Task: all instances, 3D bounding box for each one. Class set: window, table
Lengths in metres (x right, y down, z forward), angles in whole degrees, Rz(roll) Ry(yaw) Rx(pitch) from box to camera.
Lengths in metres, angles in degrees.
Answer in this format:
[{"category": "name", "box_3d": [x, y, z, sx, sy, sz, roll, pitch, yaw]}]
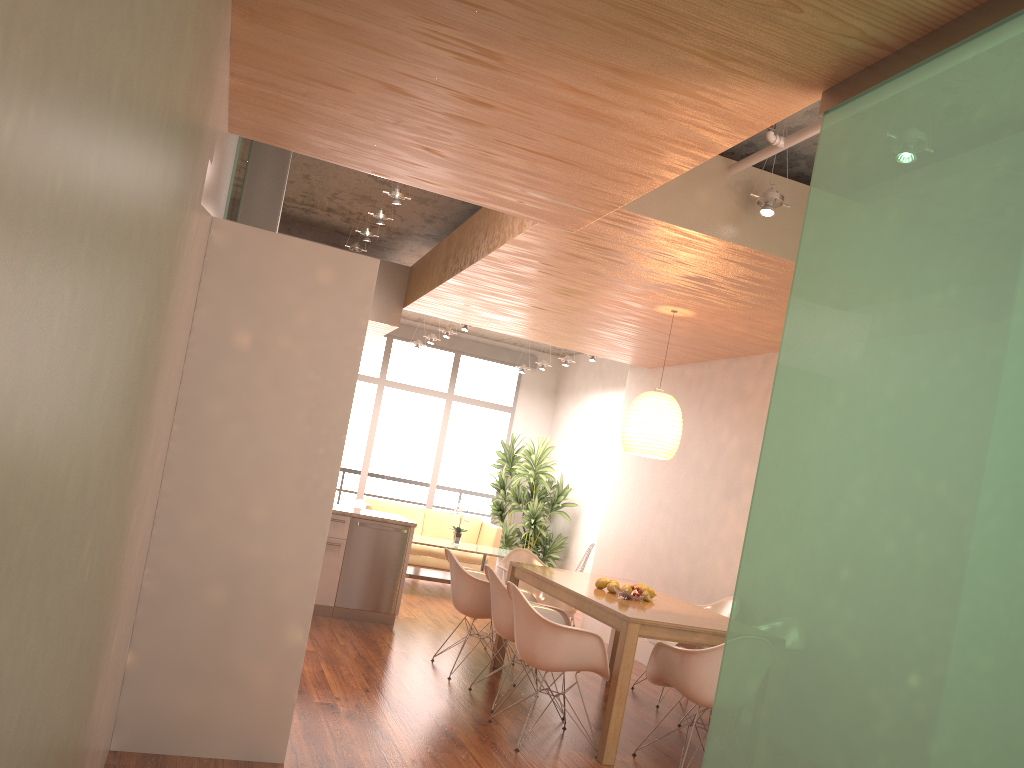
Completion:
[{"category": "window", "box_3d": [-3.898, 0.309, 11.940, 8.592, 3.275, 0.062, 13, -1, -18]}, {"category": "table", "box_3d": [0.712, 1.811, 5.912, 1.029, 0.807, 2.075, 12, -5, -18]}, {"category": "table", "box_3d": [-0.778, 2.121, 10.208, 1.877, 0.558, 0.941, 13, -5, -18]}]

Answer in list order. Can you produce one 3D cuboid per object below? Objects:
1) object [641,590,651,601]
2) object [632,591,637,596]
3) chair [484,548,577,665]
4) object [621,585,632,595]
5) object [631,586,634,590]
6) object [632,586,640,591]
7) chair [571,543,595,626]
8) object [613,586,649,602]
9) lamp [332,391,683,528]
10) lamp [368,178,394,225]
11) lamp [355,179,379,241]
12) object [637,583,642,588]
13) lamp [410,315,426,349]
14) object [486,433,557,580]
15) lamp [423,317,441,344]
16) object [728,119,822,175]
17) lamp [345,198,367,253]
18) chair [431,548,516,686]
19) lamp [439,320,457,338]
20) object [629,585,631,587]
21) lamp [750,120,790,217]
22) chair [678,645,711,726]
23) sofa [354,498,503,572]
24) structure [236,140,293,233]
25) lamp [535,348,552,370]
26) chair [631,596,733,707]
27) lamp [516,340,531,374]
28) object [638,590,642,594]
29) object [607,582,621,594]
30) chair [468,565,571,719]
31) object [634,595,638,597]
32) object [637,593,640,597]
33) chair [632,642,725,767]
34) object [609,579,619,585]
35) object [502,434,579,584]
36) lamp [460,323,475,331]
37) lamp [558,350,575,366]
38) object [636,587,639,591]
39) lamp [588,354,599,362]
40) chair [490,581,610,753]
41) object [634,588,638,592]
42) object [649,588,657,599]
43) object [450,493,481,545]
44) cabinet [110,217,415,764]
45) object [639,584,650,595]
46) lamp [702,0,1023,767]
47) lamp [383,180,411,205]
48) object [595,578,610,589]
[{"category": "object", "box_3d": [0.872, 1.374, 5.728, 0.063, 0.068, 0.074, 10, -4, 20]}, {"category": "object", "box_3d": [0.778, 1.360, 5.699, 0.075, 0.043, 0.094, 8, -6, 28]}, {"category": "chair", "box_3d": [0.162, 1.831, 7.288, 0.688, 0.859, 0.641, 13, -3, -33]}, {"category": "object", "box_3d": [0.732, 1.320, 5.643, 0.083, 0.071, 0.079, 14, -5, -41]}, {"category": "object", "box_3d": [0.795, 1.343, 5.821, 0.026, 0.026, 0.024, 10, -3, 14]}, {"category": "object", "box_3d": [0.812, 1.378, 5.869, 0.078, 0.074, 0.084, 8, -4, 36]}, {"category": "chair", "box_3d": [0.560, 2.151, 9.736, 0.560, 0.899, 0.545, 11, -2, 2]}, {"category": "object", "box_3d": [0.755, 1.349, 5.659, 0.175, 0.060, 0.174, 13, -6, -18]}, {"category": "lamp", "box_3d": [-0.751, 0.479, 6.781, 3.228, 1.344, 3.070, 12, -5, -18]}, {"category": "lamp", "box_3d": [-0.844, -1.297, 5.899, 0.102, 0.469, 0.154, 10, -1, 40]}, {"category": "lamp", "box_3d": [-1.022, -1.272, 6.439, 0.102, 0.469, 0.154, 10, -1, 40]}, {"category": "object", "box_3d": [0.857, 1.385, 5.924, 0.072, 0.100, 0.074, 10, -3, 17]}, {"category": "lamp", "box_3d": [-1.236, -0.709, 11.929, 0.133, 0.482, 0.200, 10, -2, 40]}, {"category": "object", "box_3d": [0.120, 1.768, 12.595, 1.080, 2.101, 0.969, 11, -2, 0]}, {"category": "lamp", "box_3d": [-0.979, -0.745, 11.150, 0.133, 0.482, 0.200, 10, -2, 40]}, {"category": "object", "box_3d": [1.764, -1.203, 2.252, 0.135, 0.111, 4.486, 12, -6, -17]}, {"category": "lamp", "box_3d": [-1.201, -1.247, 6.979, 0.102, 0.469, 0.154, 10, -1, 40]}, {"category": "chair", "box_3d": [-0.250, 1.653, 6.362, 0.645, 0.859, 0.683, 12, -3, -23]}, {"category": "lamp", "box_3d": [-0.721, -0.780, 10.370, 0.133, 0.482, 0.200, 10, -2, 40]}, {"category": "object", "box_3d": [0.783, 1.347, 5.847, 0.026, 0.026, 0.025, 8, -4, 40]}, {"category": "lamp", "box_3d": [1.287, -1.056, 4.297, 0.133, 0.482, 0.200, 10, -2, 40]}, {"category": "chair", "box_3d": [1.568, 1.944, 5.858, 0.646, 0.859, 0.683, 12, -3, -28]}, {"category": "sofa", "box_3d": [-1.144, 2.043, 11.429, 1.808, 0.836, 0.879, 12, -4, -18]}, {"category": "structure", "box_3d": [-1.591, -1.137, 5.597, 0.256, 1.131, 0.262, 11, -1, -18]}, {"category": "lamp", "box_3d": [0.447, -0.423, 11.626, 0.133, 0.482, 0.200, 10, -2, 40]}, {"category": "chair", "box_3d": [1.354, 1.995, 6.712, 0.645, 0.859, 0.684, 12, -3, -18]}, {"category": "lamp", "box_3d": [0.189, -0.387, 12.405, 0.133, 0.482, 0.200, 10, -2, 40]}, {"category": "object", "box_3d": [0.838, 1.369, 5.801, 0.026, 0.026, 0.024, 12, -3, -18]}, {"category": "object", "box_3d": [0.668, 1.344, 5.816, 0.081, 0.072, 0.082, 13, -4, -29]}, {"category": "chair", "box_3d": [0.057, 1.642, 5.718, 0.645, 0.859, 0.683, 12, -3, -23]}, {"category": "object", "box_3d": [0.791, 1.364, 5.645, 0.025, 0.026, 0.026, 10, -3, 11]}, {"category": "object", "box_3d": [0.814, 1.357, 5.679, 0.026, 0.026, 0.023, 11, -3, -5]}, {"category": "chair", "box_3d": [1.093, 1.747, 4.876, 0.687, 0.859, 0.642, 12, -3, -23]}, {"category": "object", "box_3d": [0.687, 1.363, 5.969, 0.079, 0.077, 0.080, 14, -5, -43]}, {"category": "object", "box_3d": [0.346, 1.742, 11.957, 0.967, 2.101, 1.082, 11, -2, -5]}, {"category": "lamp", "box_3d": [-0.463, -0.816, 9.591, 0.133, 0.482, 0.200, 10, -2, 40]}, {"category": "lamp", "box_3d": [0.705, -0.458, 10.847, 0.133, 0.482, 0.200, 10, -2, 40]}, {"category": "object", "box_3d": [0.825, 1.347, 5.801, 0.024, 0.026, 0.026, 13, -4, -37]}, {"category": "lamp", "box_3d": [0.962, -0.494, 10.067, 0.133, 0.482, 0.200, 10, -2, 40]}, {"category": "chair", "box_3d": [0.207, 1.590, 5.037, 0.645, 0.847, 0.683, 12, -3, -23]}, {"category": "object", "box_3d": [0.815, 1.359, 5.812, 0.024, 0.026, 0.026, 13, -4, -37]}, {"category": "object", "box_3d": [0.912, 1.398, 5.894, 0.081, 0.072, 0.082, 13, -4, -29]}, {"category": "object", "box_3d": [-0.583, 1.572, 10.213, 0.299, 0.588, 0.370, 11, -2, -23]}, {"category": "cabinet", "box_3d": [-1.244, 0.705, 6.007, 1.921, 2.269, 4.248, 12, -5, -18]}, {"category": "object", "box_3d": [0.878, 1.371, 5.834, 0.074, 0.094, 0.075, 11, -3, -10]}, {"category": "lamp", "box_3d": [0.870, 0.452, 5.238, 0.445, 3.386, 8.261, 11, -5, 1]}, {"category": "lamp", "box_3d": [-0.665, -1.321, 5.358, 0.102, 0.469, 0.154, 10, -1, 40]}, {"category": "object", "box_3d": [0.605, 1.347, 5.958, 0.078, 0.077, 0.080, 13, -4, -32]}]
